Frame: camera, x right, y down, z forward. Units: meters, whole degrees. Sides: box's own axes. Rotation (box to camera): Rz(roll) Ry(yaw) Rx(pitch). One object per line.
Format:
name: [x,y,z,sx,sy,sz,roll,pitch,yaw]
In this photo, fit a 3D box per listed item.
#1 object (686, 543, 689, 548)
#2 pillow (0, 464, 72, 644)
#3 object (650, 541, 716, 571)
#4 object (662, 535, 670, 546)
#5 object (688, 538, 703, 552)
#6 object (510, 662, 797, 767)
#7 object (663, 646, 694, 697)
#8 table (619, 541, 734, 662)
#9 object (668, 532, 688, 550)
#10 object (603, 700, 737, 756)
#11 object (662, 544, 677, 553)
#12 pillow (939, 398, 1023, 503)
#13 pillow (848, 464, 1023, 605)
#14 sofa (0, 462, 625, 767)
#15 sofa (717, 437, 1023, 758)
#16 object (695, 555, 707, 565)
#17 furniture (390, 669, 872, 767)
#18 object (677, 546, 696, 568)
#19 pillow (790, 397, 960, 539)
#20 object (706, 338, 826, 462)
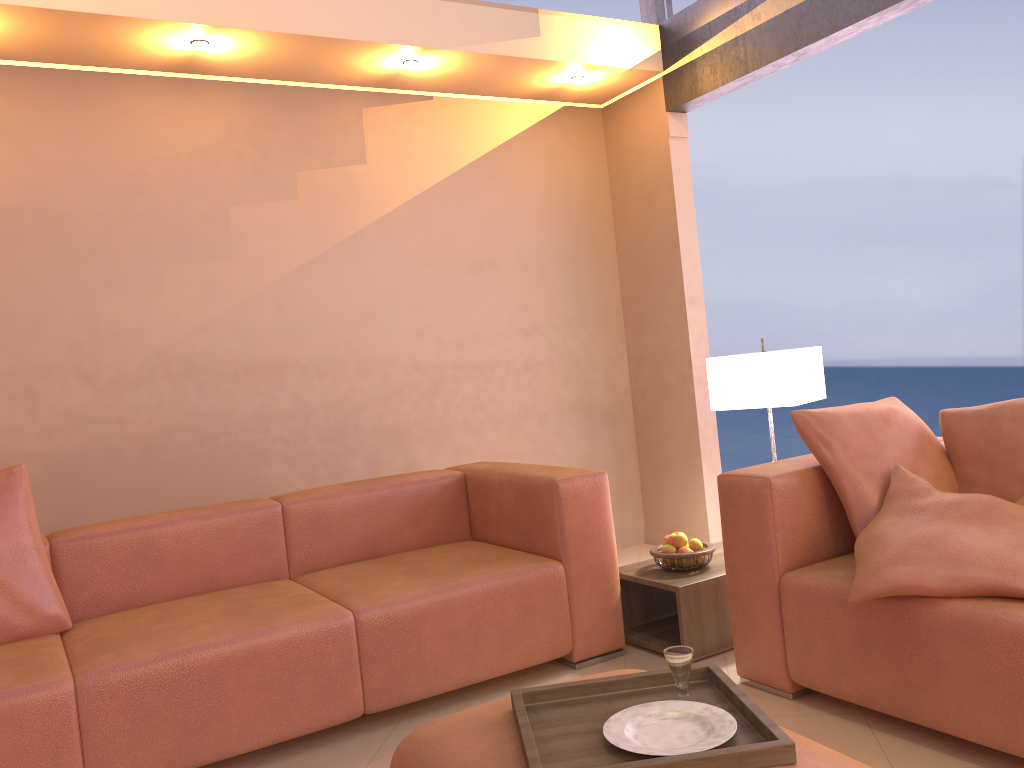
object: [0.642,0.614,3.238,0.076,0.065,0.077,-6,1,-19]
pillow: [-1.691,0.538,2.643,0.302,0.528,0.582,-5,1,43]
object: [0.622,0.630,3.222,0.235,0.071,0.235,-7,1,-38]
object: [0.577,0.578,3.256,0.054,0.046,0.047,-7,1,-44]
object: [0.660,0.581,3.186,0.051,0.053,0.045,-6,1,-7]
object: [0.233,0.628,1.645,0.436,0.034,0.421,-6,1,-5]
object: [0.340,0.582,1.788,0.061,0.091,0.061,-5,1,44]
table: [0.861,0.773,3.357,0.918,0.268,0.412,-6,1,-30]
object: [0.600,0.568,3.208,0.069,0.061,0.068,-6,1,21]
object: [0.285,0.626,1.603,0.240,0.018,0.240,-6,1,24]
object: [0.564,0.599,3.183,0.055,0.047,0.045,-5,1,37]
pillow: [1.465,0.240,2.535,0.492,0.446,0.255,-5,1,43]
pillow: [1.164,0.374,2.302,0.517,0.292,0.514,-6,1,29]
sofa: [-1.019,0.774,2.854,2.781,0.672,0.943,-6,1,-30]
sofa: [1.732,0.498,1.816,0.943,0.672,2.781,-6,1,-30]
object: [0.677,0.627,3.188,0.046,0.046,0.055,-5,1,38]
furniture: [0.314,0.789,1.396,0.685,0.301,1.291,-6,1,-25]
object: [0.620,0.617,3.167,0.072,0.076,0.074,-6,1,-20]
pillow: [1.156,0.277,2.698,0.519,0.455,0.314,-6,1,-34]
object: [1.037,0.215,3.529,0.344,0.799,0.344,-5,1,38]
